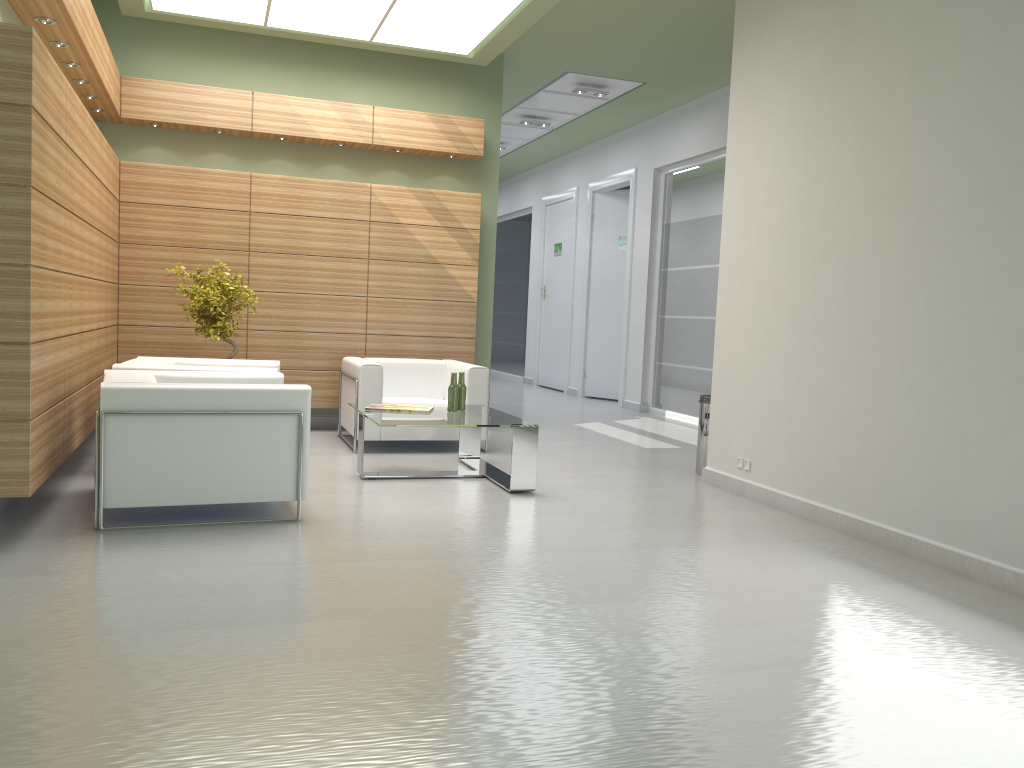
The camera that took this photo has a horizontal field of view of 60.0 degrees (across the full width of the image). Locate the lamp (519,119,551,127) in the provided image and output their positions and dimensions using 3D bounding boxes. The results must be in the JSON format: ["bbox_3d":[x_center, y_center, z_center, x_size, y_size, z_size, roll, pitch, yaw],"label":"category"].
[{"bbox_3d":[0.519,-5.845,19.715,0.657,0.159,0.286,1,4,-19],"label":"lamp"}]

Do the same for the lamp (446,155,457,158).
[{"bbox_3d":[-0.986,-3.738,14.446,0.181,0.074,0.181,1,5,-24],"label":"lamp"}]

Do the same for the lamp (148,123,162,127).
[{"bbox_3d":[-5.235,-3.825,13.004,0.181,0.074,0.181,1,5,-24],"label":"lamp"}]

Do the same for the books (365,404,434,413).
[{"bbox_3d":[-1.351,0.292,10.704,0.762,0.025,0.508,3,4,1],"label":"books"}]

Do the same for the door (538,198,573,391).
[{"bbox_3d":[1.176,-2.428,24.331,0.250,5.083,2.089,1,4,-19],"label":"door"}]

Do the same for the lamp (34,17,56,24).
[{"bbox_3d":[-4.387,-3.440,8.335,0.181,0.074,0.181,0,5,-36],"label":"lamp"}]

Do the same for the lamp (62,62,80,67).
[{"bbox_3d":[-4.902,-3.577,9.861,0.181,0.074,0.181,0,5,-36],"label":"lamp"}]

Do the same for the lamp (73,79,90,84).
[{"bbox_3d":[-5.157,-3.645,10.615,0.181,0.074,0.181,0,5,-36],"label":"lamp"}]

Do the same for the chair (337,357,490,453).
[{"bbox_3d":[-1.472,0.282,13.009,1.894,1.234,1.802,1,4,-19],"label":"chair"}]

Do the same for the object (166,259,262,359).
[{"bbox_3d":[-4.166,-0.461,12.237,1.116,2.565,1.201,6,5,39],"label":"object"}]

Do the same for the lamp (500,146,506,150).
[{"bbox_3d":[-0.497,-6.115,22.725,0.657,0.159,0.286,1,4,-19],"label":"lamp"}]

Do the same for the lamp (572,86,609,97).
[{"bbox_3d":[1.491,-5.587,16.834,0.657,0.159,0.286,1,4,-19],"label":"lamp"}]

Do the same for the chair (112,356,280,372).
[{"bbox_3d":[-3.716,0.348,10.731,1.769,1.234,1.894,2,4,-14],"label":"chair"}]

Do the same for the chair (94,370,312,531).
[{"bbox_3d":[-2.991,0.544,8.531,1.802,1.234,1.894,1,5,-24],"label":"chair"}]

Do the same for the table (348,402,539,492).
[{"bbox_3d":[-0.909,0.713,10.518,1.783,0.742,2.197,1,4,-19],"label":"table"}]

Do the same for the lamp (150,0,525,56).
[{"bbox_3d":[-2.032,-5.097,10.657,4.571,0.325,5.060,1,4,-19],"label":"lamp"}]

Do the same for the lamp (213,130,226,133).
[{"bbox_3d":[-4.384,-3.808,13.293,0.181,0.074,0.181,1,5,-24],"label":"lamp"}]

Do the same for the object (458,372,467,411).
[{"bbox_3d":[-0.622,0.091,10.825,0.131,0.475,0.131,6,5,36],"label":"object"}]

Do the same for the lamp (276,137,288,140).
[{"bbox_3d":[-3.523,-3.790,13.585,0.181,0.074,0.181,5,5,32],"label":"lamp"}]

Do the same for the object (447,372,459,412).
[{"bbox_3d":[-0.706,0.098,10.670,0.131,0.475,0.131,6,5,36],"label":"object"}]

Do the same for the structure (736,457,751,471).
[{"bbox_3d":[2.671,0.918,10.224,0.017,0.118,0.262,1,4,-19],"label":"structure"}]

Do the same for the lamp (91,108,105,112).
[{"bbox_3d":[-5.675,-3.782,12.153,0.181,0.074,0.181,0,5,-36],"label":"lamp"}]

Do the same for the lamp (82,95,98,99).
[{"bbox_3d":[-5.418,-3.714,11.390,0.181,0.074,0.181,7,6,43],"label":"lamp"}]

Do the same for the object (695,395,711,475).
[{"bbox_3d":[2.659,0.670,11.612,0.482,1.027,0.483,6,6,42],"label":"object"}]

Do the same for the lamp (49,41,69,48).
[{"bbox_3d":[-4.643,-3.508,9.093,0.181,0.074,0.181,7,6,43],"label":"lamp"}]

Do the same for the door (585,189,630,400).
[{"bbox_3d":[2.751,-2.145,21.493,2.089,5.083,0.134,6,6,41],"label":"door"}]

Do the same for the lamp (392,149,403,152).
[{"bbox_3d":[-1.824,-3.755,14.161,0.181,0.074,0.181,5,5,32],"label":"lamp"}]

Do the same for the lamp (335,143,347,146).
[{"bbox_3d":[-2.679,-3.773,13.871,0.181,0.074,0.181,1,5,-24],"label":"lamp"}]
